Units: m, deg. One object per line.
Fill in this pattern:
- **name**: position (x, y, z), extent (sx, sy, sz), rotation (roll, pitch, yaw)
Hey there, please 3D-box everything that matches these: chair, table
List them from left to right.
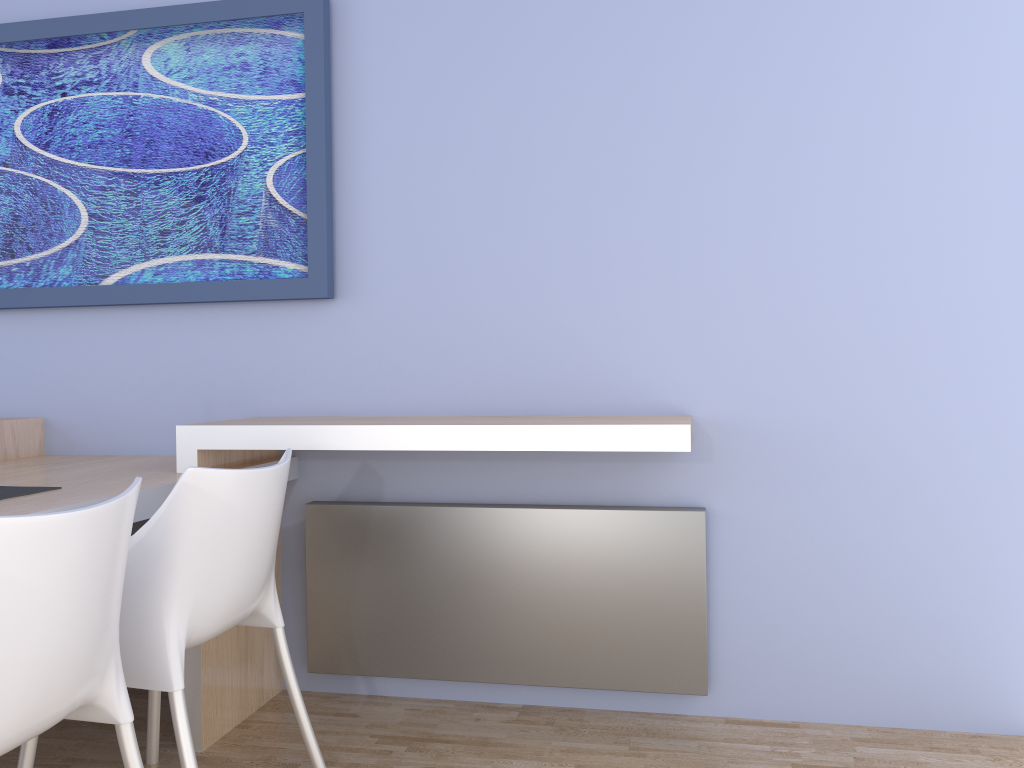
- **table**: position (-1.373, 0.601, 1.666), extent (1.002, 0.718, 2.340), rotation (-1, 1, 12)
- **chair**: position (-0.849, 0.561, 1.363), extent (0.486, 0.793, 0.510), rotation (-1, 1, 12)
- **chair**: position (-0.731, 0.553, 1.939), extent (0.486, 0.793, 0.510), rotation (-1, 1, 12)

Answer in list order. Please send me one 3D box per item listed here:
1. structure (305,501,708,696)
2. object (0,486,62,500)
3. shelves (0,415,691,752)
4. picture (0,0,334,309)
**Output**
- **structure**: position (-1.350, 0.613, 2.806), extent (3.843, 0.503, 0.064), rotation (-1, 1, 12)
- **object**: position (-1.391, 0.242, 1.556), extent (0.594, 0.005, 0.986), rotation (-1, 1, 11)
- **shelves**: position (-1.453, 0.531, 2.642), extent (3.901, 0.840, 0.463), rotation (-1, 1, 12)
- **picture**: position (-1.156, -0.698, 2.750), extent (1.252, 0.901, 0.049), rotation (-1, 1, 12)
